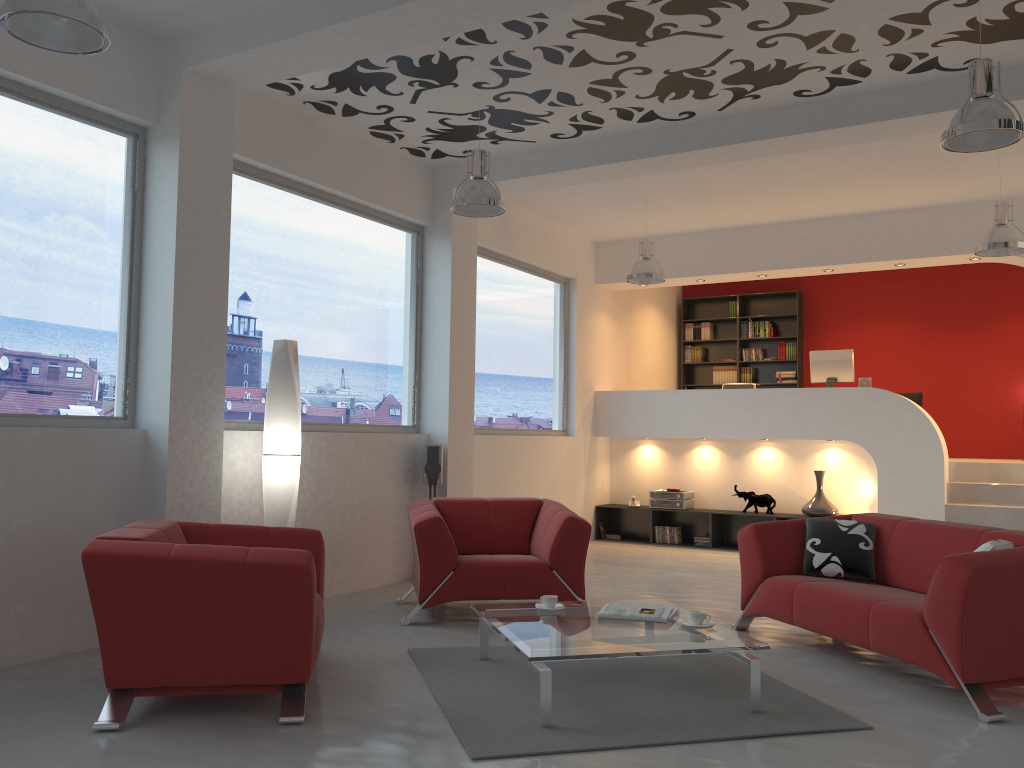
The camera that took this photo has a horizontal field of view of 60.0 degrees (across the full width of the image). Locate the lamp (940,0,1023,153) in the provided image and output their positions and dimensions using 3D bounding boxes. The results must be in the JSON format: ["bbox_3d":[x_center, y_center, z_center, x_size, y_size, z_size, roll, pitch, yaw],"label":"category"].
[{"bbox_3d":[2.370,-1.620,4.484,0.379,0.800,0.379,-1,-4,23],"label":"lamp"}]

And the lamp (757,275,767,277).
[{"bbox_3d":[2.754,-1.190,9.759,0.105,0.011,0.105,0,-4,19],"label":"lamp"}]

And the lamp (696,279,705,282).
[{"bbox_3d":[2.151,-1.177,10.114,0.105,0.011,0.105,0,-4,19],"label":"lamp"}]

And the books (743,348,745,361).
[{"bbox_3d":[3.279,-0.399,12.470,0.031,0.190,0.135,-1,-4,30],"label":"books"}]

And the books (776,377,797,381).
[{"bbox_3d":[3.765,-0.061,12.119,0.260,0.040,0.200,-1,-4,30],"label":"books"}]

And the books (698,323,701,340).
[{"bbox_3d":[2.739,-0.740,12.789,0.040,0.260,0.200,-1,-4,30],"label":"books"}]

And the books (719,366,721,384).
[{"bbox_3d":[2.984,-0.114,12.602,0.040,0.260,0.200,-1,-4,30],"label":"books"}]

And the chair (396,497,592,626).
[{"bbox_3d":[-0.124,1.180,6.084,1.288,0.738,0.951,1,-3,-9],"label":"chair"}]

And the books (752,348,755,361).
[{"bbox_3d":[3.395,-0.402,12.402,0.031,0.190,0.135,-1,-4,30],"label":"books"}]

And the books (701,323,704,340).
[{"bbox_3d":[2.775,-0.741,12.768,0.040,0.260,0.200,-1,-4,30],"label":"books"}]

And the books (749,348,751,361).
[{"bbox_3d":[3.357,-0.401,12.425,0.031,0.190,0.135,-1,-4,30],"label":"books"}]

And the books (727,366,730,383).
[{"bbox_3d":[3.088,-0.116,12.540,0.040,0.260,0.200,-1,-4,30],"label":"books"}]

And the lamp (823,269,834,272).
[{"bbox_3d":[3.357,-1.202,9.404,0.105,0.011,0.105,0,-4,19],"label":"lamp"}]

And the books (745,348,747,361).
[{"bbox_3d":[3.305,-0.400,12.455,0.031,0.190,0.135,-1,-4,30],"label":"books"}]

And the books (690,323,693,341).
[{"bbox_3d":[2.635,-0.738,12.850,0.040,0.260,0.200,-1,-4,30],"label":"books"}]

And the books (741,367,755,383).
[{"bbox_3d":[3.308,-0.110,12.424,0.146,0.240,0.170,-1,-4,30],"label":"books"}]

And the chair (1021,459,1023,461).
[{"bbox_3d":[6.121,0.456,9.716,0.768,0.795,0.664,1,-3,6],"label":"chair"}]

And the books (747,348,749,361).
[{"bbox_3d":[3.331,-0.400,12.440,0.031,0.190,0.135,-1,-4,30],"label":"books"}]

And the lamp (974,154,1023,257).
[{"bbox_3d":[3.891,-1.444,7.063,0.379,0.800,0.379,1,-3,2],"label":"lamp"}]

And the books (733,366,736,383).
[{"bbox_3d":[3.159,-0.118,12.499,0.040,0.260,0.200,-1,-4,30],"label":"books"}]

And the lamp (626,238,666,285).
[{"bbox_3d":[1.298,-1.391,8.589,0.379,0.800,0.379,1,-3,2],"label":"lamp"}]

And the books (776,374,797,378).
[{"bbox_3d":[3.762,-0.101,12.123,0.260,0.040,0.200,-1,-4,30],"label":"books"}]

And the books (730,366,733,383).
[{"bbox_3d":[3.124,-0.117,12.520,0.040,0.260,0.200,-1,-4,30],"label":"books"}]

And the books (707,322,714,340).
[{"bbox_3d":[2.844,-0.742,12.727,0.040,0.260,0.200,-1,-4,30],"label":"books"}]

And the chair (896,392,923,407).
[{"bbox_3d":[4.463,0.486,10.624,0.768,0.795,0.664,4,-4,-39],"label":"chair"}]

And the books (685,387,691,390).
[{"bbox_3d":[2.672,0.194,12.752,0.341,0.286,0.231,-1,-4,30],"label":"books"}]

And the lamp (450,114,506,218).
[{"bbox_3d":[-0.223,-1.567,6.009,0.379,0.800,0.379,3,-4,-31],"label":"lamp"}]

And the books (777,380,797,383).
[{"bbox_3d":[3.782,-0.022,12.111,0.260,0.040,0.200,-1,-4,32],"label":"books"}]

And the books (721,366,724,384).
[{"bbox_3d":[3.018,-0.115,12.581,0.040,0.260,0.200,-1,-4,30],"label":"books"}]

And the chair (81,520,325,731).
[{"bbox_3d":[-1.377,1.049,4.204,0.951,0.738,1.288,1,-3,-9],"label":"chair"}]

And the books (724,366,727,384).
[{"bbox_3d":[3.053,-0.116,12.561,0.040,0.260,0.200,-1,-4,30],"label":"books"}]

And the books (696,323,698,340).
[{"bbox_3d":[2.704,-0.740,12.809,0.040,0.260,0.200,-1,-4,30],"label":"books"}]

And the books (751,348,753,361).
[{"bbox_3d":[3.382,-0.401,12.409,0.031,0.190,0.135,-1,-4,30],"label":"books"}]

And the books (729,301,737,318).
[{"bbox_3d":[3.169,-1.038,12.569,0.146,0.240,0.170,-1,-4,30],"label":"books"}]

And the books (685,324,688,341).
[{"bbox_3d":[2.565,-0.737,12.891,0.040,0.260,0.200,-1,-4,30],"label":"books"}]

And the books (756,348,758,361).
[{"bbox_3d":[3.434,-0.402,12.379,0.031,0.190,0.135,-1,-4,30],"label":"books"}]

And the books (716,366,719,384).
[{"bbox_3d":[2.949,-0.113,12.622,0.040,0.260,0.200,-1,-4,30],"label":"books"}]

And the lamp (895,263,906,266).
[{"bbox_3d":[3.961,-1.214,9.049,0.105,0.011,0.105,0,-4,19],"label":"lamp"}]

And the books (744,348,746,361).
[{"bbox_3d":[3.292,-0.400,12.463,0.031,0.190,0.135,-1,-4,30],"label":"books"}]

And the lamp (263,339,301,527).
[{"bbox_3d":[-1.460,0.610,5.613,0.313,1.779,0.313,-1,-4,22],"label":"lamp"}]

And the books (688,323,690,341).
[{"bbox_3d":[2.600,-0.737,12.871,0.040,0.260,0.200,-1,-4,30],"label":"books"}]

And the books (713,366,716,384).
[{"bbox_3d":[2.914,-0.113,12.643,0.040,0.260,0.200,-1,-4,30],"label":"books"}]

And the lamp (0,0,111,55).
[{"bbox_3d":[-1.744,-1.743,3.429,0.379,0.800,0.379,2,-4,-20],"label":"lamp"}]

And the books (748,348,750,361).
[{"bbox_3d":[3.344,-0.401,12.432,0.031,0.190,0.135,-1,-4,30],"label":"books"}]

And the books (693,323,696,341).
[{"bbox_3d":[2.669,-0.739,12.830,0.040,0.260,0.200,-1,-4,30],"label":"books"}]

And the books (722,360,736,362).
[{"bbox_3d":[3.092,-0.323,12.575,0.190,0.015,0.135,-1,-4,30],"label":"books"}]

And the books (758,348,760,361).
[{"bbox_3d":[3.460,-0.403,12.364,0.031,0.190,0.135,-1,-4,30],"label":"books"}]

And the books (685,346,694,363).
[{"bbox_3d":[2.586,-0.419,12.871,0.090,0.256,0.181,-1,-4,30],"label":"books"}]

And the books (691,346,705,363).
[{"bbox_3d":[2.689,-0.413,12.809,0.146,0.240,0.170,-1,-4,30],"label":"books"}]

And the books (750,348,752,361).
[{"bbox_3d":[3.369,-0.401,12.417,0.031,0.190,0.135,-1,-4,30],"label":"books"}]

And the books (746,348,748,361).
[{"bbox_3d":[3.318,-0.400,12.448,0.031,0.190,0.135,-1,-4,30],"label":"books"}]

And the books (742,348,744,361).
[{"bbox_3d":[3.266,-0.399,12.478,0.031,0.190,0.135,-1,-4,30],"label":"books"}]

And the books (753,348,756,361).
[{"bbox_3d":[3.408,-0.402,12.394,0.031,0.190,0.135,-1,-4,30],"label":"books"}]

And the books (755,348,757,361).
[{"bbox_3d":[3.421,-0.402,12.387,0.031,0.190,0.135,-1,-4,30],"label":"books"}]

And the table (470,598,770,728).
[{"bbox_3d":[0.452,1.300,4.286,1.097,0.286,1.162,2,-4,-14],"label":"table"}]

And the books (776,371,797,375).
[{"bbox_3d":[3.766,-0.142,12.113,0.260,0.040,0.200,-1,-4,30],"label":"books"}]

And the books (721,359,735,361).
[{"bbox_3d":[3.076,-0.338,12.586,0.190,0.015,0.135,-1,-4,30],"label":"books"}]

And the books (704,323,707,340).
[{"bbox_3d":[2.810,-0.742,12.747,0.040,0.260,0.200,-1,-4,30],"label":"books"}]

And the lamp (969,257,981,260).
[{"bbox_3d":[4.547,-1.226,8.704,0.105,0.011,0.105,0,-4,19],"label":"lamp"}]
